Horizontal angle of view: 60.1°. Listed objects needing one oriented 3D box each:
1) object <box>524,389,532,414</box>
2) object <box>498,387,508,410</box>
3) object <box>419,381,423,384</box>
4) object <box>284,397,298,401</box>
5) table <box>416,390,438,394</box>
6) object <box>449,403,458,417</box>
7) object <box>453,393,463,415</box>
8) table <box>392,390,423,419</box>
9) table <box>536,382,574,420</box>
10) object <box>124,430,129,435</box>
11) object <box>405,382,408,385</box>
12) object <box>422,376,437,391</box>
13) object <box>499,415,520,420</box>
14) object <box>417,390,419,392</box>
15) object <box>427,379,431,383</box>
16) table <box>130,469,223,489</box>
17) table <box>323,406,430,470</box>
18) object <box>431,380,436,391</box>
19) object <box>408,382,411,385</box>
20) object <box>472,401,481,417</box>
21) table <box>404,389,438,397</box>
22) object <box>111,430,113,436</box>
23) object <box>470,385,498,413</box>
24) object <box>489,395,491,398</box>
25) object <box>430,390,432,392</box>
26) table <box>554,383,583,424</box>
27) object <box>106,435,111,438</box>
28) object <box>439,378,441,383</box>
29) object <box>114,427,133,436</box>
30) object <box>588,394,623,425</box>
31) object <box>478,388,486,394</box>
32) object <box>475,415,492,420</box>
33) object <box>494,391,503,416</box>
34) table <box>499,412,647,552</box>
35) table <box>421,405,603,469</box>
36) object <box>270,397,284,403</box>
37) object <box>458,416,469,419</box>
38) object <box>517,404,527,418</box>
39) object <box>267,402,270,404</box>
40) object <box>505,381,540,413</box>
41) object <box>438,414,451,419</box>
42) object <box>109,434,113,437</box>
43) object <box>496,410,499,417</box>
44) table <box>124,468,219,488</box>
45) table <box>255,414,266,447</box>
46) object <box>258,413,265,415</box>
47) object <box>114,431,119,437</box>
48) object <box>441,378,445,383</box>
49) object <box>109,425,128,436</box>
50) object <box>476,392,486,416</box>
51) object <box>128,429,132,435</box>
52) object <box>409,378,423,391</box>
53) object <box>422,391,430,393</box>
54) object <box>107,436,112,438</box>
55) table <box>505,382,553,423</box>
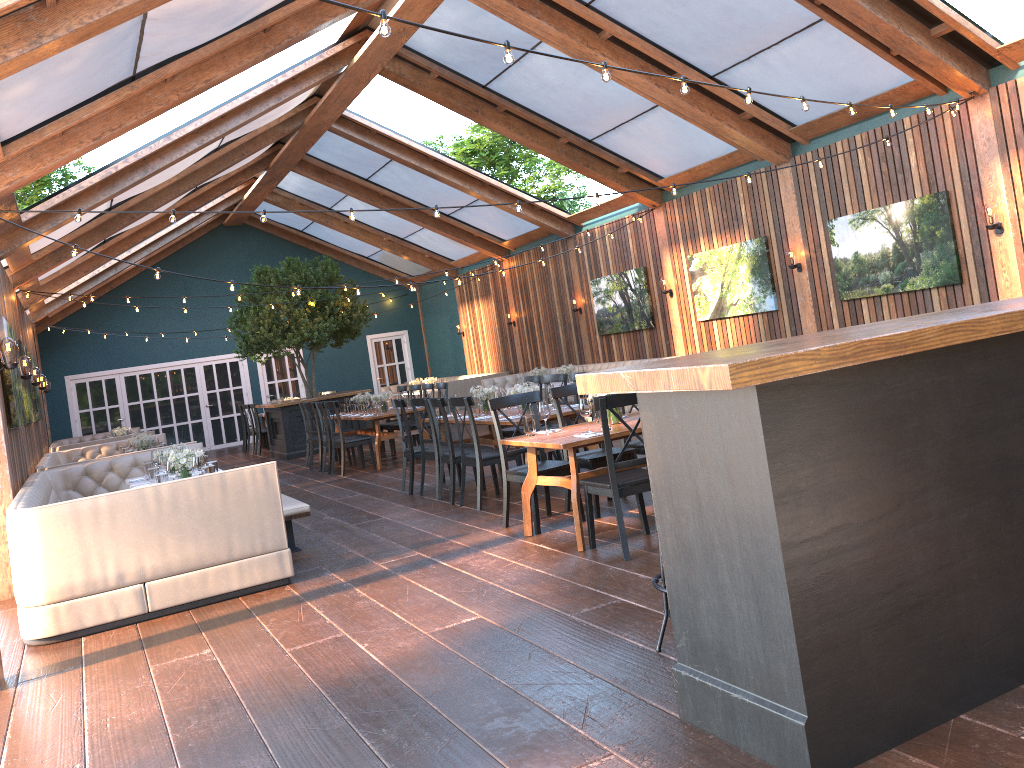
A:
[{"bbox_3d":[0.163,0.177,8.350,0.092,0.245,0.092,-9,-1,16],"label":"object"},{"bbox_3d":[-0.095,0.160,9.617,0.092,0.245,0.092,-9,-1,16],"label":"object"},{"bbox_3d":[-2.059,0.050,20.025,0.092,0.245,0.092,-9,-1,22],"label":"object"},{"bbox_3d":[-4.553,0.411,18.336,0.329,0.310,0.335,-9,1,-11],"label":"object"},{"bbox_3d":[-1.559,0.465,19.409,0.802,0.673,0.795,-9,1,-27],"label":"table"},{"bbox_3d":[-0.642,0.279,9.759,0.091,0.158,0.092,-9,0,20],"label":"object"},{"bbox_3d":[-0.607,0.226,9.873,0.092,0.245,0.092,-9,-1,22],"label":"object"},{"bbox_3d":[-2.280,0.509,20.867,0.802,0.673,0.795,-9,1,-27],"label":"table"},{"bbox_3d":[0.757,0.325,14.724,0.802,0.673,0.795,-9,1,-26],"label":"table"},{"bbox_3d":[-7.172,0.981,16.470,0.092,0.245,0.092,-9,-1,22],"label":"object"},{"bbox_3d":[-2.489,0.074,20.941,0.092,0.245,0.092,-9,-1,16],"label":"object"},{"bbox_3d":[-1.838,-0.009,19.854,0.335,0.310,0.330,-8,1,16],"label":"object"},{"bbox_3d":[0.010,0.314,8.361,0.256,0.019,0.157,-10,3,-26],"label":"object"},{"bbox_3d":[-2.102,0.104,19.927,0.092,0.158,0.091,-8,0,-40],"label":"object"},{"bbox_3d":[-1.897,0.016,20.241,0.092,0.245,0.092,-9,-1,22],"label":"object"},{"bbox_3d":[-2.886,1.183,7.824,0.802,0.673,0.795,-9,1,-26],"label":"table"},{"bbox_3d":[-2.020,0.780,13.270,0.954,0.730,2.422,-9,2,-26],"label":"table"},{"bbox_3d":[-1.705,0.028,19.315,0.092,0.245,0.092,-9,-1,22],"label":"object"},{"bbox_3d":[-2.393,0.069,20.719,0.092,0.245,0.092,-9,-1,16],"label":"object"},{"bbox_3d":[-0.371,0.264,9.240,0.092,0.158,0.092,-9,0,0],"label":"object"},{"bbox_3d":[-1.920,0.487,20.138,0.802,0.673,0.795,-9,1,-26],"label":"table"},{"bbox_3d":[-8.037,1.049,17.866,0.092,0.245,0.092,-9,-1,16],"label":"object"},{"bbox_3d":[-0.294,0.153,9.704,0.328,0.310,0.336,-8,1,8],"label":"object"},{"bbox_3d":[-0.277,0.201,10.273,0.091,0.158,0.092,-9,0,10],"label":"object"},{"bbox_3d":[-1.747,0.082,19.216,0.092,0.158,0.091,-8,0,-40],"label":"object"},{"bbox_3d":[1.117,0.303,13.995,0.802,0.673,0.795,-9,1,-27],"label":"table"},{"bbox_3d":[-8.082,1.105,17.742,0.092,0.158,0.091,-8,0,-40],"label":"object"},{"bbox_3d":[-1.566,-0.005,19.571,0.092,0.245,0.092,-9,-1,22],"label":"object"},{"bbox_3d":[-7.479,0.971,16.989,0.335,0.310,0.330,-8,1,16],"label":"object"},{"bbox_3d":[0.738,0.139,6.523,0.336,0.310,0.329,-9,1,6],"label":"object"},{"bbox_3d":[-0.336,0.172,10.154,0.092,0.245,0.092,-9,-1,22],"label":"object"},{"bbox_3d":[-0.277,0.334,8.873,0.256,0.019,0.157,-10,3,-26],"label":"object"},{"bbox_3d":[-0.131,0.199,8.853,0.092,0.245,0.092,-9,-1,16],"label":"object"},{"bbox_3d":[1.243,0.580,6.723,2.440,0.731,0.946,-10,1,-27],"label":"table"},{"bbox_3d":[-0.028,0.659,9.240,0.954,0.730,2.422,-9,2,-26],"label":"table"},{"bbox_3d":[-5.068,0.449,19.228,0.330,0.310,0.335,-9,1,-28],"label":"object"},{"bbox_3d":[-0.475,0.344,9.358,0.256,0.019,0.157,-10,3,-26],"label":"object"},{"bbox_3d":[0.099,0.235,8.245,0.092,0.158,0.092,-9,0,0],"label":"object"},{"bbox_3d":[-5.299,0.511,19.342,0.092,0.245,0.092,-9,-1,16],"label":"object"},{"bbox_3d":[0.126,0.132,8.742,0.334,0.310,0.330,-8,1,31],"label":"object"},{"bbox_3d":[-0.749,0.360,9.887,0.256,0.019,0.157,-10,3,-26],"label":"object"},{"bbox_3d":[-8.224,1.110,18.120,0.092,0.158,0.091,-8,0,-40],"label":"object"},{"bbox_3d":[-0.174,0.254,8.754,0.092,0.158,0.092,-9,0,0],"label":"object"},{"bbox_3d":[-3.246,1.205,8.553,0.802,0.673,0.795,-9,1,-27],"label":"table"},{"bbox_3d":[-4.723,0.944,18.740,0.954,0.730,2.422,-9,2,-26],"label":"table"},{"bbox_3d":[-5.445,0.646,19.362,0.256,0.019,0.157,-10,3,-26],"label":"object"},{"bbox_3d":[-7.349,1.008,16.460,0.092,0.245,0.092,-9,-1,22],"label":"object"},{"bbox_3d":[-1.509,-0.003,19.343,0.092,0.245,0.092,-9,-1,22],"label":"object"},{"bbox_3d":[-7.859,0.996,17.726,0.327,0.310,0.337,-8,1,29],"label":"object"},{"bbox_3d":[-0.329,0.209,9.338,0.092,0.245,0.092,-9,-1,16],"label":"object"},{"bbox_3d":[-7.225,0.978,16.710,0.092,0.245,0.092,-9,-1,22],"label":"object"},{"bbox_3d":[-2.218,0.016,20.591,0.327,0.310,0.337,-8,1,29],"label":"object"},{"bbox_3d":[-1.850,0.163,19.335,0.256,0.019,0.157,-10,3,-26],"label":"object"},{"bbox_3d":[-7.747,1.085,17.044,0.092,0.158,0.091,-8,0,-40],"label":"object"},{"bbox_3d":[0.396,0.347,15.452,0.802,0.673,0.795,-9,1,-27],"label":"table"}]
